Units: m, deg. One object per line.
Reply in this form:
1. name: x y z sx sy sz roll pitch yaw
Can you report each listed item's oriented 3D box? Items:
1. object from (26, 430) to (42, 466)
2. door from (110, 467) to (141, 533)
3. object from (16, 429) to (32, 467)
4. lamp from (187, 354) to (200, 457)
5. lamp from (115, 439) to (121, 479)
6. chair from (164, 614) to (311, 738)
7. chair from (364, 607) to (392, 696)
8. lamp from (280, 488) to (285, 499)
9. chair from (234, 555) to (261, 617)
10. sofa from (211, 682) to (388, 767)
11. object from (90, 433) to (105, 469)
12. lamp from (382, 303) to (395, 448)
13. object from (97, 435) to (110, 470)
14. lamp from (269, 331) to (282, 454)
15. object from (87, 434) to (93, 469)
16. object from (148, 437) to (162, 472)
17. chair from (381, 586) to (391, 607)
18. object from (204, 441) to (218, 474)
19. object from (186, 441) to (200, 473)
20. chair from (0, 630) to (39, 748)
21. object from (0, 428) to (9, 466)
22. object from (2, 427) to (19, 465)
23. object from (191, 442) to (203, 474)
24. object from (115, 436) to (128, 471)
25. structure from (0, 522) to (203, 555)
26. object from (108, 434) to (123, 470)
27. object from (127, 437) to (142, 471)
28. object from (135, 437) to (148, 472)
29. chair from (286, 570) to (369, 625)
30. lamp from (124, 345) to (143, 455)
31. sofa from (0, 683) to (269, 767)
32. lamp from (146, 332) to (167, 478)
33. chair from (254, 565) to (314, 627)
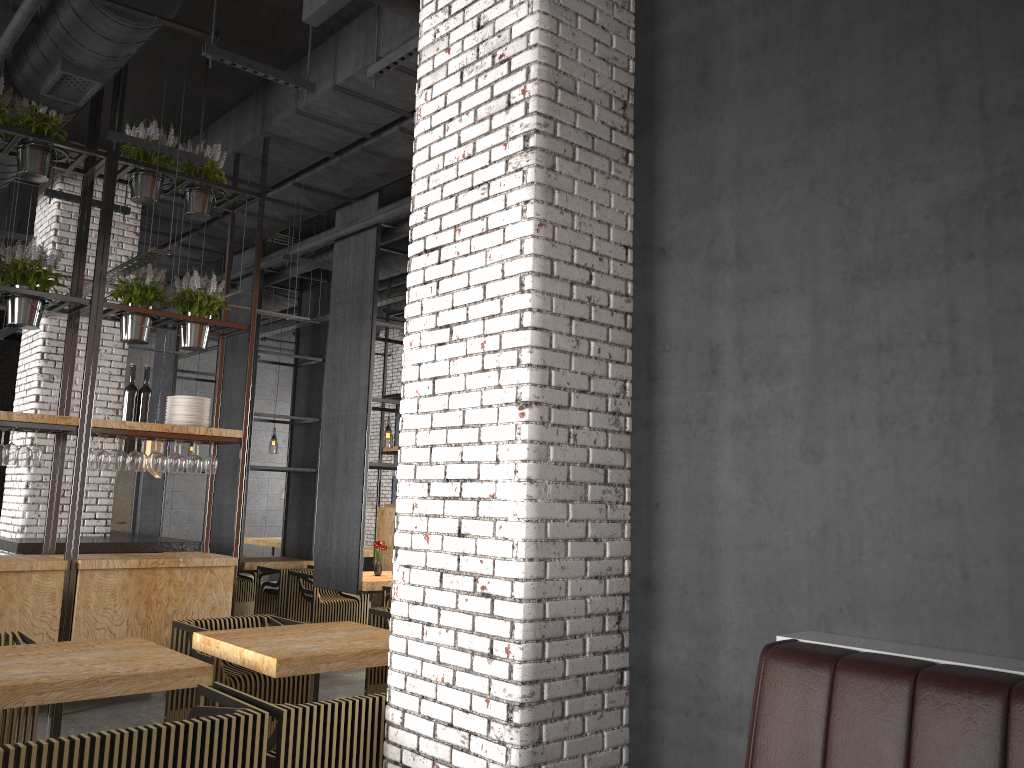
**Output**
1. object: -3.338 0.439 6.204 0.101 0.268 0.100 6 -10 -27
2. door: -7.189 2.369 15.587 1.118 2.109 0.158 9 -11 -41
3. object: -3.527 0.462 6.417 0.101 0.268 0.100 6 -10 -27
4. lamp: -4.689 0.288 13.134 0.108 1.604 0.108 3 -9 -9
5. lamp: -4.313 0.248 9.656 0.127 1.551 0.127 9 -12 -41
6. chair: -1.709 1.871 5.552 0.656 0.732 0.637 9 -11 -42
7. chair: -0.616 2.030 6.480 0.656 0.732 0.637 9 -11 -40
8. lamp: -3.838 0.873 16.004 0.536 2.413 0.535 2 -9 1
9. chair: -3.710 2.616 11.507 0.656 0.732 0.637 9 -11 -41
10. sofa: -0.407 1.714 4.101 1.803 0.732 0.639 9 -11 -41
11. object: -3.024 0.485 6.476 0.101 0.268 0.100 2 -9 -5
12. lamp: -1.263 -0.131 9.277 0.108 1.604 0.108 -2 -9 21
13. object: -3.118 0.523 6.772 0.101 0.268 0.100 2 -9 -5
14. lamp: -2.960 0.076 11.187 0.108 1.604 0.108 1 -9 6
15. object: -3.214 0.508 6.689 0.101 0.268 0.100 2 -9 -5
16. object: -2.714 0.531 6.745 0.101 0.268 0.100 0 -9 12
17. chair: -0.770 2.261 8.228 0.656 0.732 0.637 9 -11 -42
18. object: -2.383 0.580 7.032 0.101 0.268 0.100 0 -9 12
19. object: -2.493 0.563 6.937 0.101 0.268 0.100 0 -9 12
20. chair: -2.856 1.701 4.543 0.656 0.732 0.637 8 -11 -38
21. object: -3.638 0.446 6.321 0.101 0.268 0.100 6 -10 -27
22. object: -3.449 0.423 6.108 0.101 0.268 0.100 6 -10 -27
23. object: -2.572 0.603 7.245 0.101 0.268 0.100 0 -9 12
24. object: -3.014 0.538 6.862 0.101 0.268 0.100 0 -9 12
25. structure: -6.415 1.811 8.970 4.303 1.538 5.868 8 -10 -41
26. object: -2.928 0.499 6.559 0.101 0.268 0.100 2 -9 -5
27. object: -2.825 0.515 6.649 0.101 0.268 0.100 0 -9 12
28. object: -2.903 0.554 6.958 0.101 0.268 0.100 0 -9 12
29. chair: -1.988 2.404 9.554 0.656 0.732 0.637 8 -11 -38
30. lamp: -3.881 0.120 9.183 0.127 1.399 0.127 9 -12 -41
31. sofa: -1.799 1.510 2.894 1.803 0.732 0.639 9 -11 -41
32. lamp: -3.453 0.143 8.687 0.127 1.551 0.127 9 -12 -41
33. chair: -2.499 2.466 10.129 0.656 0.732 0.637 8 -11 -39
